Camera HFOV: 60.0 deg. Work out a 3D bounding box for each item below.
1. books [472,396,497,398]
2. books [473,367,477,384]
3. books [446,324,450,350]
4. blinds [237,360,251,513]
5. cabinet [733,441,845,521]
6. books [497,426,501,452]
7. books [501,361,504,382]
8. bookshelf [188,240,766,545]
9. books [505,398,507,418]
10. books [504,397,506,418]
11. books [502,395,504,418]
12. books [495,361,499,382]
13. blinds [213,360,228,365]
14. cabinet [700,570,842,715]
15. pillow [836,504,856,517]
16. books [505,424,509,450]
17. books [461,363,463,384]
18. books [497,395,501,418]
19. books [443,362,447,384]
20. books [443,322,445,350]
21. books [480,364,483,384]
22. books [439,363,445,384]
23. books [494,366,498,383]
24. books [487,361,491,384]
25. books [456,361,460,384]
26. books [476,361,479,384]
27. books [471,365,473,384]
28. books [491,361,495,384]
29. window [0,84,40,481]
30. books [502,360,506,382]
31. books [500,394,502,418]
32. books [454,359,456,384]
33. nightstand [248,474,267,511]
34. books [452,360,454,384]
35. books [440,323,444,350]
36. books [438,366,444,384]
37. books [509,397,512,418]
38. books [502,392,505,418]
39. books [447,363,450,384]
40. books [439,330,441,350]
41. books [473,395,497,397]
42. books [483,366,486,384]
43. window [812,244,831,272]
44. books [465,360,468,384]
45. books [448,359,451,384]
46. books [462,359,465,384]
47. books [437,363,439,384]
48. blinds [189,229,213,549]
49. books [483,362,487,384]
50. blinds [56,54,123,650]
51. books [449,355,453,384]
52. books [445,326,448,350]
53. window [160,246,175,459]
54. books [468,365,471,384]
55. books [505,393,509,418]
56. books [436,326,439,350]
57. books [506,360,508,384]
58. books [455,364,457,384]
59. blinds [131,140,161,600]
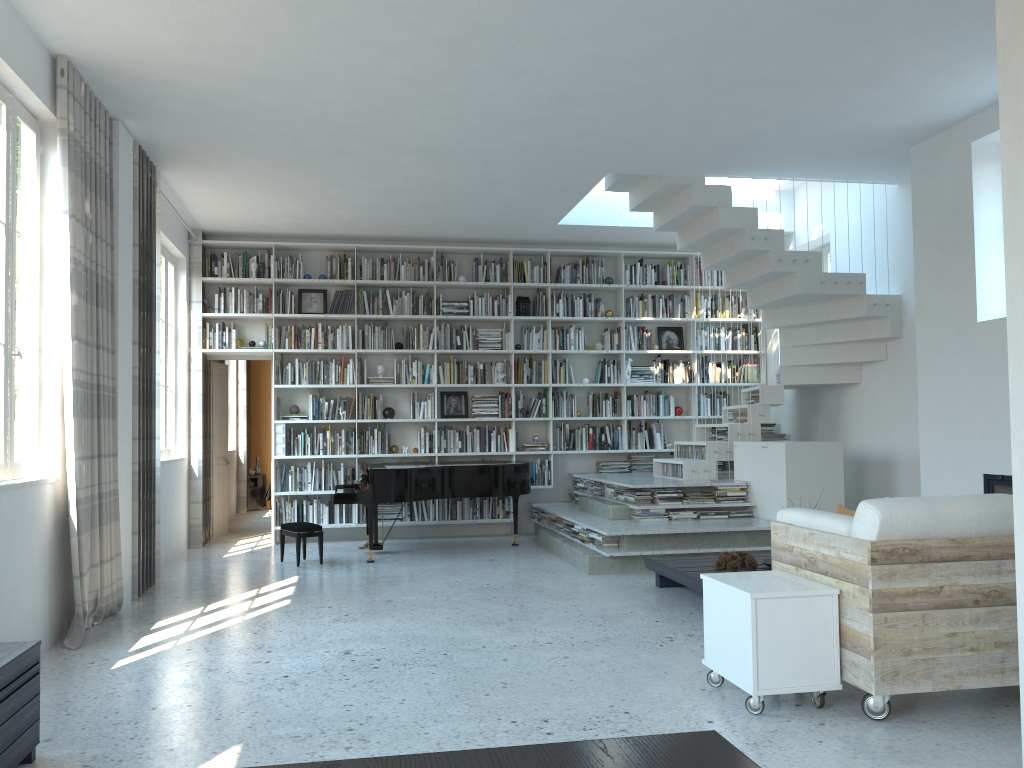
[{"bbox_3d":[-0.301,0.145,9.739,0.254,0.012,0.161,0,-3,-14],"label":"books"},{"bbox_3d":[-0.413,-0.086,9.737,0.050,0.199,0.146,0,-3,-11],"label":"books"},{"bbox_3d":[-0.703,-0.501,9.697,0.029,0.295,0.151,0,-2,-11],"label":"books"},{"bbox_3d":[-3.991,0.271,13.227,0.140,3.229,0.776,0,-2,-11],"label":"blinds"},{"bbox_3d":[2.401,0.842,7.814,0.551,0.667,0.993,0,-3,-11],"label":"cabinet"},{"bbox_3d":[-0.143,0.604,9.764,0.010,0.284,0.132,0,-2,-11],"label":"books"},{"bbox_3d":[-0.110,-0.117,9.786,0.025,0.259,0.130,0,-2,-11],"label":"books"},{"bbox_3d":[-0.214,0.100,9.695,6.296,3.141,0.330,0,-2,-11],"label":"bookshelf"},{"bbox_3d":[-0.074,0.271,9.785,0.021,0.217,0.132,0,-3,-11],"label":"books"},{"bbox_3d":[-0.091,0.264,9.784,0.013,0.232,0.134,0,-3,-11],"label":"books"},{"bbox_3d":[-0.113,0.251,9.775,0.013,0.256,0.163,0,-3,-11],"label":"books"},{"bbox_3d":[-0.163,-0.119,9.786,0.014,0.263,0.135,0,-2,-11],"label":"books"},{"bbox_3d":[-3.482,0.120,10.483,0.140,3.229,0.776,0,-2,-11],"label":"blinds"},{"bbox_3d":[1.071,1.072,3.723,0.380,0.486,0.503,0,-3,-11],"label":"cabinet"},{"bbox_3d":[1.532,0.691,3.813,0.200,0.339,0.463,0,-3,-16],"label":"pillow"},{"bbox_3d":[-0.053,0.595,9.773,0.011,0.300,0.149,0,-2,-11],"label":"books"},{"bbox_3d":[-0.553,-0.104,9.706,0.025,0.236,0.137,0,-3,-11],"label":"books"},{"bbox_3d":[-0.146,0.252,9.760,0.012,0.254,0.161,0,-3,-11],"label":"books"},{"bbox_3d":[-0.730,-0.109,9.681,0.026,0.248,0.139,0,-3,-11],"label":"books"},{"bbox_3d":[-0.750,-0.509,9.697,0.014,0.313,0.133,0,-2,-11],"label":"books"},{"bbox_3d":[-0.347,-0.100,9.725,0.029,0.224,0.185,0,-3,-11],"label":"books"},{"bbox_3d":[-0.762,-0.106,9.665,0.042,0.242,0.162,0,-3,-11],"label":"books"},{"bbox_3d":[-0.185,-0.088,9.772,0.035,0.201,0.149,0,-3,-11],"label":"books"},{"bbox_3d":[-0.257,-0.117,9.752,0.025,0.258,0.150,0,-3,-11],"label":"books"},{"bbox_3d":[-0.594,-0.115,9.712,0.028,0.259,0.134,0,-2,-11],"label":"books"},{"bbox_3d":[-0.380,-0.116,9.735,0.014,0.258,0.161,0,-3,-11],"label":"books"},{"bbox_3d":[-0.450,-0.094,9.719,0.030,0.214,0.168,0,-3,-11],"label":"books"},{"bbox_3d":[-0.214,-0.117,9.770,0.024,0.259,0.126,0,-2,-11],"label":"books"},{"bbox_3d":[-19.723,-7.299,10.616,32.803,18.530,18.541,0,-3,-7],"label":"window"},{"bbox_3d":[-0.087,-0.127,9.802,0.025,0.279,0.108,0,-2,-11],"label":"books"},{"bbox_3d":[-0.134,0.249,9.760,0.011,0.260,0.184,0,-3,-11],"label":"books"},{"bbox_3d":[-0.631,-0.127,9.676,0.010,0.280,0.170,0,-3,-11],"label":"books"},{"bbox_3d":[-4.016,1.626,13.292,0.650,0.518,0.431,0,-3,-8],"label":"nightstand"},{"bbox_3d":[-0.651,-0.120,9.657,0.015,0.266,0.189,0,-3,-11],"label":"books"},{"bbox_3d":[-0.766,-0.502,9.674,0.026,0.297,0.179,0,-3,-11],"label":"books"},{"bbox_3d":[-0.778,-0.090,9.650,0.053,0.208,0.156,0,-3,-11],"label":"books"},{"bbox_3d":[-0.032,0.263,9.766,0.034,0.229,0.199,0,-3,-11],"label":"books"},{"bbox_3d":[-0.102,0.235,9.777,0.011,0.288,0.152,0,-2,-11],"label":"books"},{"bbox_3d":[-0.702,-0.105,9.680,0.029,0.240,0.155,0,-3,-11],"label":"books"},{"bbox_3d":[-0.795,-0.467,9.685,0.027,0.228,0.147,0,-3,-11],"label":"books"},{"bbox_3d":[-0.301,0.133,9.738,0.254,0.012,0.161,0,-3,-7],"label":"books"},{"bbox_3d":[-0.318,-0.088,9.732,0.029,0.200,0.178,0,-3,-11],"label":"books"},{"bbox_3d":[3.320,-0.857,9.371,0.042,1.225,1.118,0,-3,-11],"label":"window"},{"bbox_3d":[-0.511,-0.121,9.693,0.028,0.267,0.190,0,-3,-11],"label":"books"},{"bbox_3d":[-0.685,-0.127,9.696,0.010,0.284,0.136,0,-2,-11],"label":"books"},{"bbox_3d":[-0.534,-0.128,9.704,0.013,0.283,0.177,0,-3,-11],"label":"books"},{"bbox_3d":[-0.814,-0.102,9.669,0.011,0.235,0.142,0,-3,-11],"label":"books"},{"bbox_3d":[-3.268,0.056,9.326,0.140,3.229,0.776,0,-2,-11],"label":"blinds"},{"bbox_3d":[-0.297,-0.111,9.727,0.012,0.245,0.186,0,-3,-11],"label":"books"},{"bbox_3d":[-2.512,-0.187,5.276,0.183,3.259,1.026,0,-2,-11],"label":"blinds"},{"bbox_3d":[-0.665,-0.146,9.657,0.014,0.317,0.188,0,-3,-11],"label":"books"},{"bbox_3d":[-0.726,-0.487,9.674,0.025,0.266,0.185,0,-3,-11],"label":"books"},{"bbox_3d":[-3.175,-0.316,7.890,0.073,2.008,1.984,0,-3,-11],"label":"window"},{"bbox_3d":[-0.477,-0.095,9.713,0.024,0.216,0.175,0,-3,-11],"label":"books"},{"bbox_3d":[-0.056,0.239,9.773,0.011,0.279,0.186,0,-3,-11],"label":"books"},{"bbox_3d":[-0.819,-0.487,9.666,0.026,0.267,0.171,0,-3,-11],"label":"books"},{"bbox_3d":[-0.065,-0.121,9.789,0.014,0.266,0.154,0,-3,-11],"label":"books"},{"bbox_3d":[-0.618,-0.099,9.701,0.024,0.228,0.147,0,-3,-11],"label":"books"},{"bbox_3d":[-2.759,-0.096,6.582,0.140,3.229,0.776,0,-2,-11],"label":"blinds"}]
